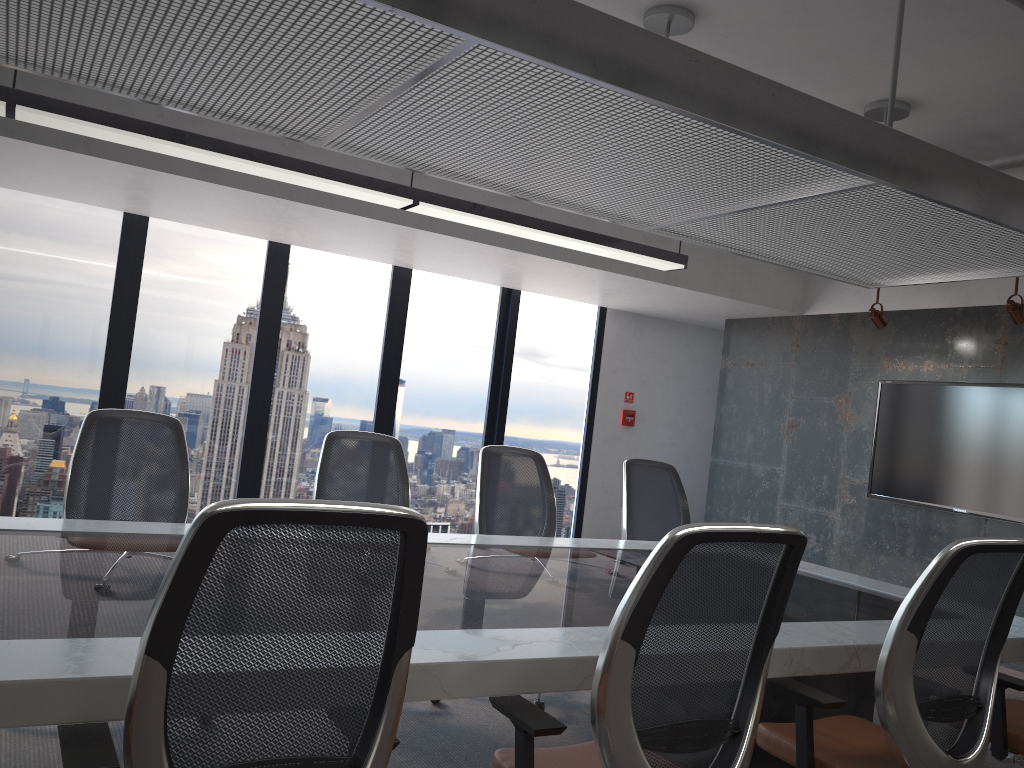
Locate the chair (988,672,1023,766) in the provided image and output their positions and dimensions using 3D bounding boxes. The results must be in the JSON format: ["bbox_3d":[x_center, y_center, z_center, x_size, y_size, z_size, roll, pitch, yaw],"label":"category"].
[{"bbox_3d":[1.887,1.085,3.119,0.828,1.166,0.789,6,-2,24],"label":"chair"}]

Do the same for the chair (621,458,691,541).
[{"bbox_3d":[0.933,1.040,4.970,0.828,1.166,0.789,6,-2,24],"label":"chair"}]

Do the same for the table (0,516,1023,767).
[{"bbox_3d":[-0.648,0.988,2.864,5.498,0.745,1.898,8,-2,-30],"label":"table"}]

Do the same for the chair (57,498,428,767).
[{"bbox_3d":[-0.561,0.751,1.710,0.828,1.166,0.789,6,-2,24],"label":"chair"}]

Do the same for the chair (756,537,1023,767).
[{"bbox_3d":[1.071,0.974,2.649,0.828,1.166,0.789,6,-2,24],"label":"chair"}]

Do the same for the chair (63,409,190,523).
[{"bbox_3d":[-1.514,0.706,3.562,0.828,1.166,0.789,6,-2,24],"label":"chair"}]

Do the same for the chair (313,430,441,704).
[{"bbox_3d":[-0.655,0.827,4.159,0.828,1.166,0.789,5,-2,30],"label":"chair"}]

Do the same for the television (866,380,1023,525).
[{"bbox_3d":[3.839,0.495,5.539,0.101,0.960,3.667,8,-2,-30],"label":"television"}]

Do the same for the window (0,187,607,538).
[{"bbox_3d":[-3.136,-0.138,6.988,9.225,2.670,0.121,8,-2,-30],"label":"window"}]

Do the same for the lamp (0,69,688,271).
[{"bbox_3d":[-0.428,-1.530,2.901,6.097,0.908,4.126,8,-2,-30],"label":"lamp"}]

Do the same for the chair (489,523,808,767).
[{"bbox_3d":[0.255,0.863,2.180,0.828,1.166,0.789,6,-2,24],"label":"chair"}]

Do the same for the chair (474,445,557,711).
[{"bbox_3d":[0.117,0.928,4.501,0.828,1.166,0.789,6,-2,24],"label":"chair"}]
